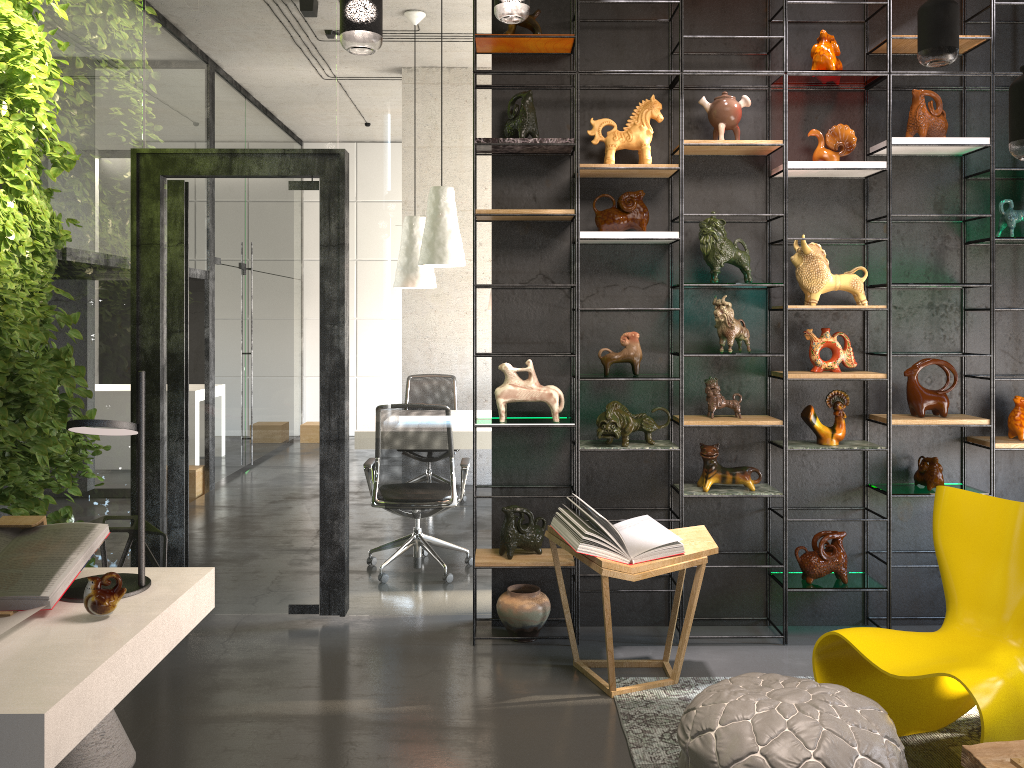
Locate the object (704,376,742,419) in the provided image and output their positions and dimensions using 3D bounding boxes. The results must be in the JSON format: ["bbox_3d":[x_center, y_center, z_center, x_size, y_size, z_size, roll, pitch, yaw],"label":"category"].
[{"bbox_3d":[1.044,0.067,4.365,0.183,0.210,0.096,0,1,2],"label":"object"}]

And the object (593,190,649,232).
[{"bbox_3d":[0.535,-0.843,4.345,0.278,0.222,0.139,0,1,-1],"label":"object"}]

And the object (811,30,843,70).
[{"bbox_3d":[1.571,-1.627,4.414,0.138,0.222,0.278,1,3,30],"label":"object"}]

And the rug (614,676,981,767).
[{"bbox_3d":[1.528,1.405,2.044,2.189,0.010,3.605,0,4,-1],"label":"rug"}]

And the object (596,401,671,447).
[{"bbox_3d":[0.565,0.188,4.333,0.403,0.220,0.192,-2,3,-31],"label":"object"}]

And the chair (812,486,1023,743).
[{"bbox_3d":[1.737,0.874,3.260,1.069,0.896,0.659,-1,2,-31],"label":"chair"}]

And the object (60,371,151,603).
[{"bbox_3d":[-1.122,0.264,2.434,0.240,0.601,0.240,0,1,26],"label":"object"}]

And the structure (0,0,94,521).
[{"bbox_3d":[-2.639,-0.154,3.919,1.558,5.452,2.361,0,1,13],"label":"structure"}]

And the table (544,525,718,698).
[{"bbox_3d":[0.514,0.970,3.810,0.733,0.619,0.497,0,2,0],"label":"table"}]

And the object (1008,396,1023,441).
[{"bbox_3d":[2.594,0.168,4.368,0.278,0.222,0.139,0,1,0],"label":"object"}]

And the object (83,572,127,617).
[{"bbox_3d":[-1.020,0.521,2.204,0.077,0.102,0.087,1,2,23],"label":"object"}]

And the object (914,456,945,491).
[{"bbox_3d":[2.064,0.434,4.385,0.105,0.168,0.211,0,3,-1],"label":"object"}]

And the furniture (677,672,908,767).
[{"bbox_3d":[0.866,1.158,2.789,0.679,0.382,0.681,0,3,-1],"label":"furniture"}]

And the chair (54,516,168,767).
[{"bbox_3d":[-1.438,0.919,3.036,0.565,0.801,0.606,0,2,12],"label":"chair"}]

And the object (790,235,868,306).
[{"bbox_3d":[1.555,-0.552,4.343,0.369,0.351,0.175,0,1,4],"label":"object"}]

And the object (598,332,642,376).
[{"bbox_3d":[0.533,-0.147,4.344,0.212,0.220,0.119,-1,1,-17],"label":"object"}]

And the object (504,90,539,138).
[{"bbox_3d":[0.039,-1.309,4.393,0.126,0.249,0.254,0,2,-26],"label":"object"}]

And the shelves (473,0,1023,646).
[{"bbox_3d":[1.308,-0.718,4.365,2.992,3.906,0.274,0,0,-1],"label":"shelves"}]

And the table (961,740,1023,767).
[{"bbox_3d":[1.737,1.235,2.319,0.828,0.309,0.696,0,3,-1],"label":"table"}]

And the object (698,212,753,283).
[{"bbox_3d":[1.043,-0.668,4.342,0.255,0.356,0.167,0,1,4],"label":"object"}]

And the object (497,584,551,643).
[{"bbox_3d":[0.057,1.123,4.337,0.266,0.239,0.265,0,2,-1],"label":"object"}]

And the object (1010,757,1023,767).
[{"bbox_3d":[1.681,1.011,2.345,0.520,0.136,0.351,0,4,-6],"label":"object"}]

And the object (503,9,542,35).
[{"bbox_3d":[0.044,-1.851,4.310,0.198,0.358,0.116,0,0,-1],"label":"object"}]

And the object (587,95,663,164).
[{"bbox_3d":[0.558,-1.239,4.349,0.375,0.363,0.170,0,1,-5],"label":"object"}]

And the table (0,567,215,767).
[{"bbox_3d":[-2.337,0.646,2.142,2.903,0.120,0.989,0,4,-1],"label":"table"}]

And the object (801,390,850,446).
[{"bbox_3d":[1.551,0.162,4.354,0.227,0.270,0.123,0,1,-1],"label":"object"}]

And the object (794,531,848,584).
[{"bbox_3d":[1.514,0.848,4.340,0.253,0.249,0.126,0,1,-1],"label":"object"}]

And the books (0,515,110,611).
[{"bbox_3d":[-1.399,0.474,2.367,0.486,0.168,0.396,0,4,-4],"label":"books"}]

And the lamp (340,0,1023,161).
[{"bbox_3d":[0.258,-1.689,2.099,2.678,2.271,2.847,2,3,43],"label":"lamp"}]

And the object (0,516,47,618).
[{"bbox_3d":[-1.415,0.484,2.373,0.374,0.174,0.430,0,4,-1],"label":"object"}]

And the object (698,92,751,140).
[{"bbox_3d":[1.047,-1.305,4.349,0.237,0.266,0.164,-1,2,-29],"label":"object"}]

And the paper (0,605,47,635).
[{"bbox_3d":[-1.489,0.501,1.980,0.673,0.191,0.494,0,4,-1],"label":"paper"}]

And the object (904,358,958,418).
[{"bbox_3d":[2.055,0.018,4.362,0.249,0.290,0.114,0,1,-1],"label":"object"}]

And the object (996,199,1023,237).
[{"bbox_3d":[2.552,-0.881,4.378,0.289,0.332,0.152,0,1,-8],"label":"object"}]

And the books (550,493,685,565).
[{"bbox_3d":[0.450,0.621,3.852,0.482,0.232,0.401,-1,3,-14],"label":"books"}]

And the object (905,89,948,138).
[{"bbox_3d":[2.055,-1.314,4.361,0.253,0.249,0.126,-1,1,-31],"label":"object"}]

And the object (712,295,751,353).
[{"bbox_3d":[1.062,-0.291,4.320,0.208,0.280,0.131,-1,1,-43],"label":"object"}]

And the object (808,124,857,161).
[{"bbox_3d":[1.578,-1.180,4.359,0.233,0.209,0.107,1,1,16],"label":"object"}]

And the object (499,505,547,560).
[{"bbox_3d":[0.059,0.719,4.362,0.253,0.249,0.126,-1,1,-31],"label":"object"}]

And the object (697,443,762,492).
[{"bbox_3d":[1.072,0.404,4.331,0.309,0.235,0.156,0,1,3],"label":"object"}]

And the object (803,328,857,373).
[{"bbox_3d":[1.572,-0.166,4.370,0.267,0.223,0.060,0,0,0],"label":"object"}]

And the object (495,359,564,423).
[{"bbox_3d":[0.086,0.031,4.338,0.341,0.303,0.165,0,1,4],"label":"object"}]
